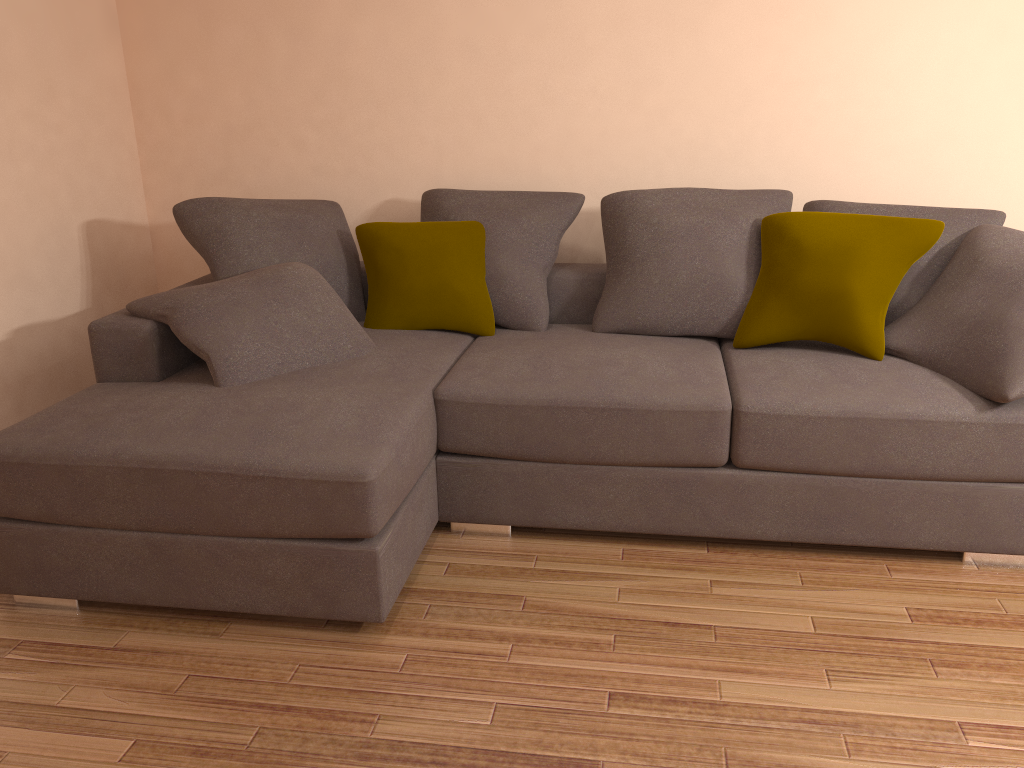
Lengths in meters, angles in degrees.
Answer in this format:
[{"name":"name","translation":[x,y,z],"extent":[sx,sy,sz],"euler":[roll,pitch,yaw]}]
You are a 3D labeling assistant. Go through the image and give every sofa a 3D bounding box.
[{"name":"sofa","translation":[0.287,0.110,3.259],"extent":[3.565,0.776,1.906],"euler":[2,19,9]}]

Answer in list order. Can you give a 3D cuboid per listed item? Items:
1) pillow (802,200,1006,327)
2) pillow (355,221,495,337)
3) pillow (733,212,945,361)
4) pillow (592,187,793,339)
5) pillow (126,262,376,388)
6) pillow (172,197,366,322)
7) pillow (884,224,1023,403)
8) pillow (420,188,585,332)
[{"name":"pillow","translation":[1.428,-0.384,3.521],"extent":[0.399,0.635,0.811],"euler":[-15,23,-36]},{"name":"pillow","translation":[-0.360,-0.435,3.763],"extent":[0.631,0.486,0.335],"euler":[0,18,2]},{"name":"pillow","translation":[1.198,-0.370,3.291],"extent":[0.658,0.492,0.382],"euler":[11,22,32]},{"name":"pillow","translation":[0.735,-0.494,3.643],"extent":[0.783,0.590,0.459],"euler":[3,19,14]},{"name":"pillow","translation":[-0.908,-0.202,3.292],"extent":[0.792,0.415,0.645],"euler":[-16,24,-38]},{"name":"pillow","translation":[-0.969,-0.523,3.819],"extent":[0.806,0.578,0.483],"euler":[-16,23,-38]},{"name":"pillow","translation":[1.632,-0.253,2.972],"extent":[0.560,0.470,0.749],"euler":[-8,19,-18]},{"name":"pillow","translation":[-0.110,-0.555,3.921],"extent":[0.787,0.576,0.431],"euler":[7,20,24]}]
